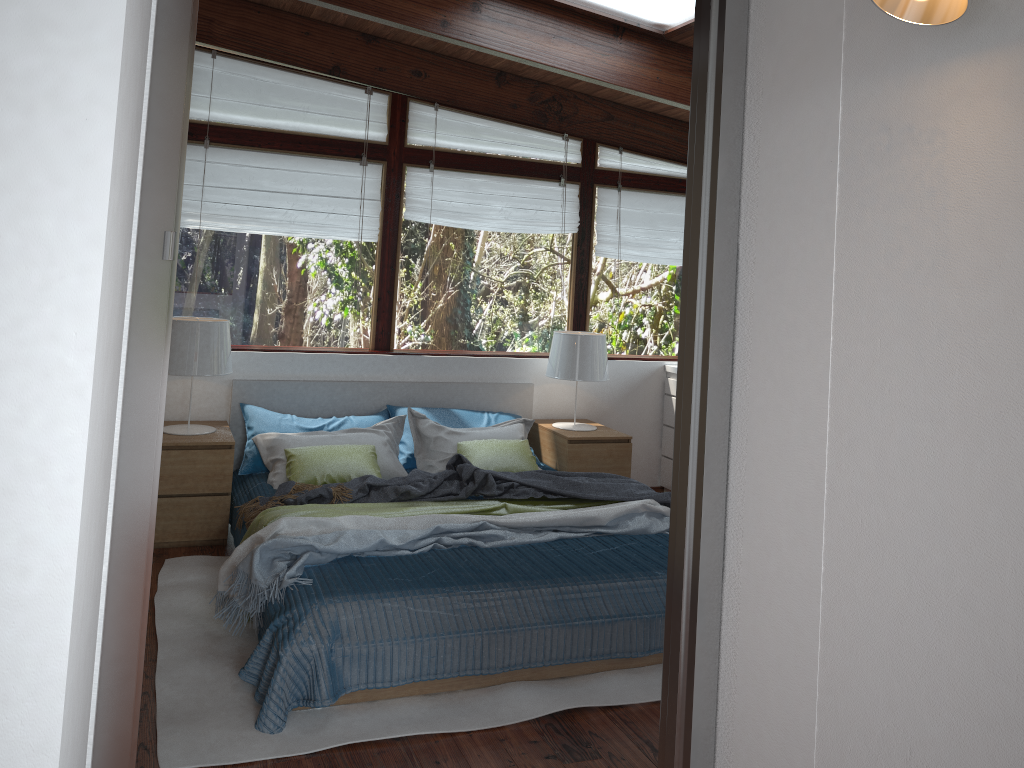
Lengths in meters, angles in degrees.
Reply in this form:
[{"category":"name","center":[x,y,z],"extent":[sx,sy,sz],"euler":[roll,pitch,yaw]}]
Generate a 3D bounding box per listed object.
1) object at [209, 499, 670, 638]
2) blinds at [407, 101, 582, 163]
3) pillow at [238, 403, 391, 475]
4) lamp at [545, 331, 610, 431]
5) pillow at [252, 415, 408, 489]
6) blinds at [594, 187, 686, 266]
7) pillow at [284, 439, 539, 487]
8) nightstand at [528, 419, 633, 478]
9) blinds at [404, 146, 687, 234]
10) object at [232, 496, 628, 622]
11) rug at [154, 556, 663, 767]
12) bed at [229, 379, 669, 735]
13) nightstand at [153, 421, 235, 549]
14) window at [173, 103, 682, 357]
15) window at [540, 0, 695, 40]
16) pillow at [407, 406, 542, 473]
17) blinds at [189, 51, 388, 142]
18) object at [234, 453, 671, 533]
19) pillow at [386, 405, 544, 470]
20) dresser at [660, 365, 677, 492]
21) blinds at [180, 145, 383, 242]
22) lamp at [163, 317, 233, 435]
[{"category":"object","center":[-0.107,0.743,3.636],"extent":[2.147,0.378,0.540],"euler":[0,5,-27]},{"category":"blinds","center":[-0.086,-1.659,5.779],"extent":[1.237,0.278,0.032],"euler":[1,-2,-22]},{"category":"pillow","center":[-1.088,0.296,4.951],"extent":[0.909,0.331,0.349],"euler":[1,3,-24]},{"category":"lamp","center":[0.408,-0.026,5.472],"extent":[0.403,0.592,0.407],"euler":[3,0,-31]},{"category":"pillow","center":[-0.932,0.373,4.679],"extent":[0.869,0.361,0.475],"euler":[1,4,-27]},{"category":"blinds","center":[1.131,-1.103,6.236],"extent":[1.173,0.511,0.053],"euler":[1,-2,-22]},{"category":"pillow","center":[-0.497,0.420,4.641],"extent":[1.374,0.220,0.313],"euler":[1,4,-22]},{"category":"nightstand","center":[0.399,0.545,5.429],"extent":[0.426,0.544,0.612],"euler":[3,2,-22]},{"category":"blinds","center":[0.521,-1.325,6.000],"extent":[2.552,0.661,0.054],"euler":[1,-2,-22]},{"category":"object","center":[-0.215,0.749,3.981],"extent":[2.097,0.450,0.494],"euler":[0,3,-26]},{"category":"rug","center":[-0.066,0.961,3.722],"extent":[2.702,0.049,1.815],"euler":[1,8,-22]},{"category":"bed","center":[-0.238,0.544,4.187],"extent":[2.131,0.771,2.595],"euler":[1,7,-21]},{"category":"nightstand","center":[-1.721,0.520,4.581],"extent":[0.426,0.544,0.612],"euler":[3,2,-22]},{"category":"window","center":[0.862,-0.584,1.740],"extent":[5.249,1.937,8.365],"euler":[1,7,-22]},{"category":"window","center":[1.356,-1.581,2.001],"extent":[1.049,0.205,5.397],"euler":[1,7,-22]},{"category":"pillow","center":[-0.171,0.344,4.972],"extent":[0.849,0.393,0.362],"euler":[1,2,-27]},{"category":"blinds","center":[-1.348,-1.740,5.277],"extent":[1.237,0.426,0.032],"euler":[1,-2,-22]},{"category":"object","center":[-0.237,0.566,4.211],"extent":[2.120,0.409,0.632],"euler":[2,4,-13]},{"category":"pillow","center":[-0.289,0.311,5.270],"extent":[0.917,0.320,0.368],"euler":[1,3,-24]},{"category":"dresser","center":[1.875,0.525,4.723],"extent":[0.613,0.880,3.140],"euler":[3,6,-22]},{"category":"blinds","center":[-1.383,-1.137,5.231],"extent":[1.231,0.499,0.054],"euler":[1,-2,-22]},{"category":"lamp","center":[-1.694,-0.051,4.631],"extent":[0.404,0.592,0.407],"euler":[3,0,-25]}]
